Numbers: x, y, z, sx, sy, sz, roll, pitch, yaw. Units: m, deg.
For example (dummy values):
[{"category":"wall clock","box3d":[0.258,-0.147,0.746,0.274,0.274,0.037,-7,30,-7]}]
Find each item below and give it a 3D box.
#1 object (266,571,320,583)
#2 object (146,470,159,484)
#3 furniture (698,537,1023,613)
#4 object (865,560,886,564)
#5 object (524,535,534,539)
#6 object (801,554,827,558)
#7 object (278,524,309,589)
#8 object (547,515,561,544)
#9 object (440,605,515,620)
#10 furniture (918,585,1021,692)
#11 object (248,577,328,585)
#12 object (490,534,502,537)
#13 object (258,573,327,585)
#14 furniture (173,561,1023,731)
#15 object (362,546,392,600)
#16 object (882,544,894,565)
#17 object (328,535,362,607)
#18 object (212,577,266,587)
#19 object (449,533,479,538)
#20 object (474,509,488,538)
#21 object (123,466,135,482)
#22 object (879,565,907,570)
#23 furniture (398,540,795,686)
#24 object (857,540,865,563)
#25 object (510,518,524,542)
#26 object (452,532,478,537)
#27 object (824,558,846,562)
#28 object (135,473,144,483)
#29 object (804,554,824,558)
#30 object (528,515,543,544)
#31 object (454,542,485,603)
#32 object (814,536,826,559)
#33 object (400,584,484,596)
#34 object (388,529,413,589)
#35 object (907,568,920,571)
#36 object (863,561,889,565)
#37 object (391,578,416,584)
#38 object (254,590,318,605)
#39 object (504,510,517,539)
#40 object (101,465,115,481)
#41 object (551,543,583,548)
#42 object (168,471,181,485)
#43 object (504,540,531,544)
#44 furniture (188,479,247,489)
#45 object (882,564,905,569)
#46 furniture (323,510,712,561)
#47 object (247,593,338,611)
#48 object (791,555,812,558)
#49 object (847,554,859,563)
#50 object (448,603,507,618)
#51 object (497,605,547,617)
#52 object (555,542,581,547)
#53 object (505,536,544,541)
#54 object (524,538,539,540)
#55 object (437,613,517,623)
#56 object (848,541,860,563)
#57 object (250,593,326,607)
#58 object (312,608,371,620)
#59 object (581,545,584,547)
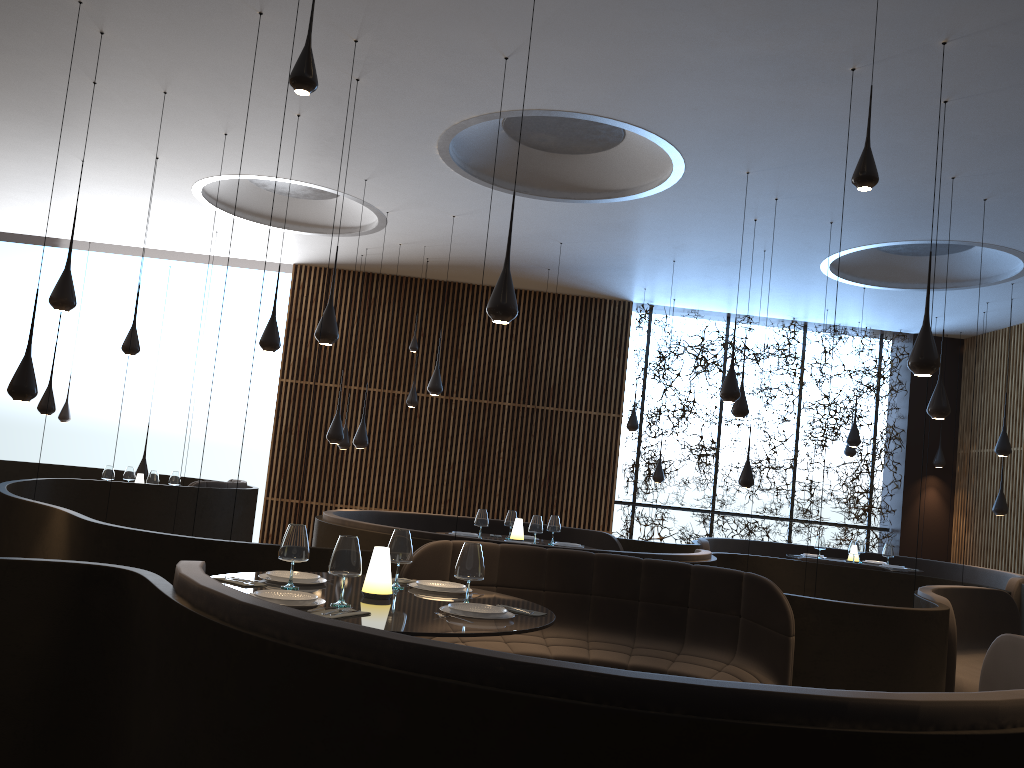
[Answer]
[{"category":"object","box3d":[-1.081,0.955,4.375,0.263,0.029,0.264,6,-6,2]},{"category":"object","box3d":[-4.268,1.176,10.526,0.142,0.295,0.142,6,-5,0]},{"category":"furniture","box3d":[4.330,2.709,11.254,3.796,1.045,3.887,9,-7,-25]},{"category":"object","box3d":[4.863,2.385,11.853,0.263,0.029,0.263,7,-6,-11]},{"category":"object","box3d":[0.127,1.641,9.494,0.263,0.029,0.263,10,-8,-36]},{"category":"object","box3d":[4.046,2.315,11.890,0.332,0.014,0.332,6,-6,-5]},{"category":"object","box3d":[-1.024,0.808,4.157,0.142,0.295,0.142,10,-7,-43]},{"category":"object","box3d":[0.430,1.507,9.160,0.142,0.295,0.142,4,-5,19]},{"category":"object","box3d":[-0.153,1.006,3.894,0.332,0.014,0.332,11,-8,-37]},{"category":"furniture","box3d":[3.697,2.182,6.963,0.900,1.045,2.538,1,-7,39]},{"category":"object","box3d":[-1.080,0.966,4.378,0.204,0.012,0.412,2,-7,33]},{"category":"object","box3d":[-0.175,1.628,9.505,0.126,0.017,0.262,6,-6,-1]},{"category":"object","box3d":[-1.082,0.964,4.374,0.332,0.014,0.332,6,-6,-1]},{"category":"furniture","box3d":[0.529,1.399,3.184,3.935,1.045,1.985,6,-6,-6]},{"category":"object","box3d":[-0.619,0.878,4.134,0.142,0.232,0.144,9,-6,-28]},{"category":"object","box3d":[4.843,2.207,11.416,0.142,0.295,0.142,2,-7,41]},{"category":"object","box3d":[-0.715,0.800,3.797,0.142,0.295,0.142,4,-5,15]},{"category":"object","box3d":[-1.276,0.926,4.145,0.262,0.017,0.127,1,-8,37]},{"category":"object","box3d":[-0.478,1.528,8.948,0.332,0.014,0.332,9,-7,-27]},{"category":"object","box3d":[-0.305,1.391,8.789,0.142,0.295,0.142,10,-7,-41]},{"category":"object","box3d":[-4.816,1.188,11.148,0.142,0.295,0.142,9,-6,-29]},{"category":"object","box3d":[4.808,2.314,11.173,0.332,0.014,0.332,8,-7,-17]},{"category":"furniture","box3d":[0.491,1.621,5.575,2.531,1.058,0.933,6,-5,3]},{"category":"object","box3d":[4.645,2.234,11.846,0.142,0.295,0.142,6,-5,-2]},{"category":"object","box3d":[0.060,1.480,8.980,0.144,0.232,0.143,5,-5,13]},{"category":"object","box3d":[-0.477,1.519,8.949,0.263,0.029,0.264,5,-6,11]},{"category":"object","box3d":[4.062,2.226,11.150,0.263,0.029,0.264,6,-6,3]},{"category":"object","box3d":[-4.553,1.211,10.833,0.142,0.232,0.145,4,-5,18]},{"category":"object","box3d":[4.047,2.306,11.891,0.263,0.029,0.264,2,-7,33]},{"category":"object","box3d":[0.230,1.425,8.599,0.142,0.295,0.142,9,-6,-31]},{"category":"object","box3d":[-0.199,0.890,4.130,0.142,0.295,0.142,1,-7,43]},{"category":"object","box3d":[4.055,2.154,11.669,0.142,0.295,0.142,7,-5,-8]},{"category":"object","box3d":[-0.367,1.064,4.602,0.410,0.012,0.205,3,-7,27]},{"category":"object","box3d":[-0.580,0.897,4.552,0.142,0.295,0.142,6,-5,-3]},{"category":"object","box3d":[5.057,2.365,11.339,0.127,0.017,0.262,10,-8,-37]},{"category":"object","box3d":[4.862,2.394,11.852,0.332,0.014,0.332,6,-6,-4]},{"category":"object","box3d":[-0.620,1.063,4.777,0.126,0.017,0.262,2,-7,31]},{"category":"object","box3d":[-0.946,0.895,3.707,0.263,0.029,0.264,1,-8,37]},{"category":"object","box3d":[-0.012,1.480,9.330,0.142,0.295,0.142,9,-6,-36]},{"category":"object","box3d":[-4.867,1.131,10.678,0.142,0.295,0.142,6,-5,-5]},{"category":"object","box3d":[0.563,1.637,8.968,0.331,0.014,0.333,4,-6,15]},{"category":"object","box3d":[-4.223,1.242,11.090,0.142,0.295,0.142,9,-6,-35]},{"category":"object","box3d":[0.053,1.516,8.426,0.263,0.029,0.264,4,-6,13]},{"category":"furniture","box3d":[-3.868,1.724,11.173,0.931,1.058,2.536,6,-6,-6]},{"category":"object","box3d":[4.809,2.305,11.174,0.263,0.029,0.263,7,-6,-14]},{"category":"furniture","box3d":[-0.052,2.031,8.950,3.796,1.116,3.883,9,-7,-27]},{"category":"object","box3d":[-0.951,0.906,3.707,0.410,0.012,0.205,3,-7,23]},{"category":"object","box3d":[3.807,2.278,11.707,0.127,0.017,0.262,11,-8,-40]},{"category":"object","box3d":[4.452,2.212,11.545,0.145,0.232,0.142,8,-6,-22]},{"category":"object","box3d":[-0.152,0.997,3.895,0.263,0.029,0.263,8,-7,-18]},{"category":"object","box3d":[0.024,1.058,4.135,0.262,0.017,0.127,2,-7,33]},{"category":"object","box3d":[0.564,1.628,8.969,0.263,0.029,0.263,7,-6,-7]},{"category":"object","box3d":[0.131,1.652,9.494,0.411,0.012,0.205,6,-6,-5]},{"category":"object","box3d":[0.126,1.650,9.493,0.332,0.014,0.333,5,-6,6]},{"category":"object","box3d":[-0.155,1.007,3.889,0.204,0.012,0.412,2,-7,29]},{"category":"object","box3d":[4.307,2.124,11.160,0.142,0.295,0.142,7,-5,-10]},{"category":"object","box3d":[-0.947,0.905,3.706,0.332,0.014,0.332,8,-7,-20]},{"category":"object","box3d":[-0.688,0.921,3.550,0.126,0.017,0.262,3,-7,27]},{"category":"object","box3d":[0.623,1.683,9.262,0.262,0.017,0.127,5,-6,8]}]
